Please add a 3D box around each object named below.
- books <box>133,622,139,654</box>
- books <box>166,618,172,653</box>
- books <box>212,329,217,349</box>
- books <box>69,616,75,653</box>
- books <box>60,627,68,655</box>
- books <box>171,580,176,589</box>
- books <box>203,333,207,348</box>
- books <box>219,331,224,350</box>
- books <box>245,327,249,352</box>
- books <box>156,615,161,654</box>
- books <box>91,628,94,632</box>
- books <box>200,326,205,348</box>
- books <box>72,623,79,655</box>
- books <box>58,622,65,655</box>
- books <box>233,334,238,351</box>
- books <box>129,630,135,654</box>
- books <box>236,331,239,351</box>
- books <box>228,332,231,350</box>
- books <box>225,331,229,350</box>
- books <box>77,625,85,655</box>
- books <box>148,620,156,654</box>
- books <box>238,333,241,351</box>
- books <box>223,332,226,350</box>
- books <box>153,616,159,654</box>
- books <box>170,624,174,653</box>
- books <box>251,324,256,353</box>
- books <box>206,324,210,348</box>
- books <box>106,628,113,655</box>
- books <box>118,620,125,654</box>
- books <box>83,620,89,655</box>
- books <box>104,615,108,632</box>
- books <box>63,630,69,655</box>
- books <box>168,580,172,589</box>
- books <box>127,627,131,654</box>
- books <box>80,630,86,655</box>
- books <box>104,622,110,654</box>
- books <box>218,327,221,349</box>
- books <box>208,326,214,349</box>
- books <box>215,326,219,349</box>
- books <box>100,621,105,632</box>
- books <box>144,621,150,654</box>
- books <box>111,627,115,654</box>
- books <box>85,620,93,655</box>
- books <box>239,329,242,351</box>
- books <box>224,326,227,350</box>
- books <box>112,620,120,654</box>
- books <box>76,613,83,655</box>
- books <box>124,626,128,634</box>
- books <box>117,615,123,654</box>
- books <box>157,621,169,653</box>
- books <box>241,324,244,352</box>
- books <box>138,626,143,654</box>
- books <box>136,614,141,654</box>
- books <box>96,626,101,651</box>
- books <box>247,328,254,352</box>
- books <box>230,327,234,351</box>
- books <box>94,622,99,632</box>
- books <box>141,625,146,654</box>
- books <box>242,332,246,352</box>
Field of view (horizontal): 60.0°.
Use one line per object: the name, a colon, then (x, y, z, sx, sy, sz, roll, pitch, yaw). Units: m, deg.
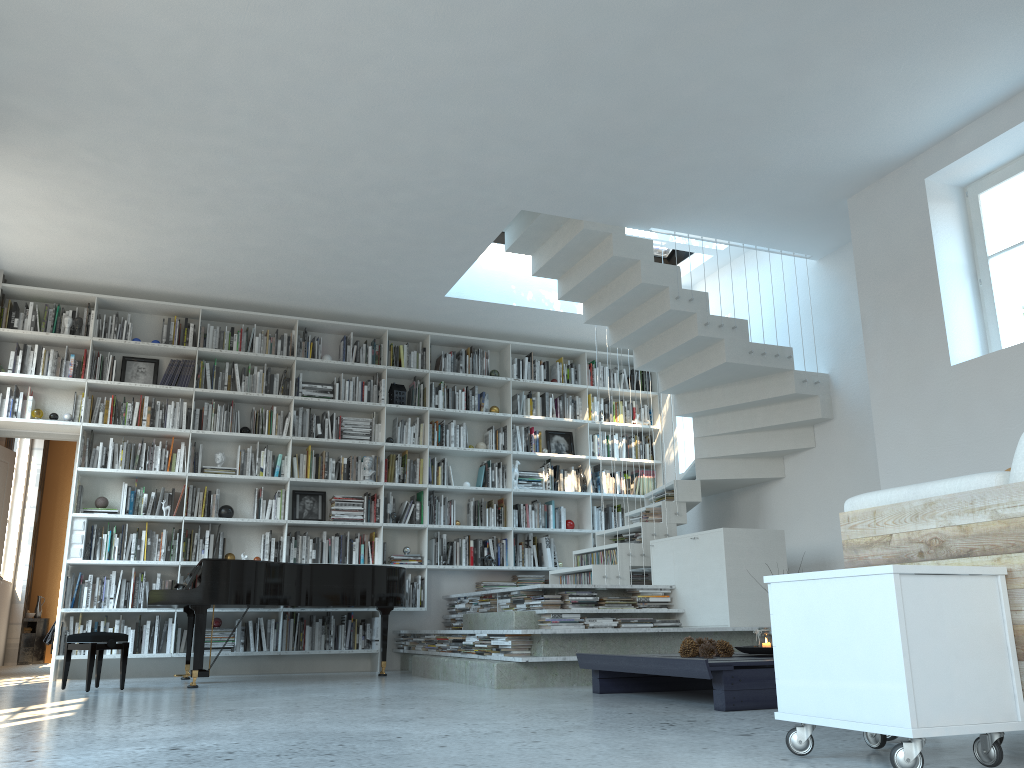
books: (-3.039, 2.053, 7.167, 0.023, 0.243, 0.188, 5, -16, -21)
books: (-2.819, 2.068, 7.288, 0.027, 0.275, 0.144, 5, -16, -21)
books: (-2.684, -0.362, 7.975, 0.023, 0.219, 0.182, 5, -16, -21)
books: (-3.483, 1.991, 7.016, 0.045, 0.293, 0.181, 5, -16, -21)
books: (-3.538, 2.027, 6.997, 0.023, 0.215, 0.159, 5, -16, -21)
books: (-2.820, 1.749, 7.361, 0.030, 0.230, 0.151, 5, -16, -21)
books: (-2.760, -0.347, 7.955, 0.024, 0.182, 0.133, 5, -16, -21)
books: (-2.622, -0.354, 7.984, 0.029, 0.207, 0.179, 5, -16, -21)
books: (-2.425, -0.365, 8.081, 0.013, 0.275, 0.165, 5, -16, -21)
books: (-2.889, 2.041, 7.239, 0.012, 0.303, 0.166, 5, -16, -21)
books: (-3.348, 2.049, 7.066, 0.022, 0.205, 0.159, 5, -16, -21)
books: (-2.779, -0.380, 7.939, 0.029, 0.237, 0.156, 5, -16, -21)
books: (-3.453, 2.019, 7.029, 0.024, 0.246, 0.143, 5, -16, -21)
books: (-3.554, 2.007, 6.995, 0.012, 0.253, 0.161, 5, -16, -21)
books: (-2.520, -0.334, 8.046, 0.030, 0.201, 0.152, 5, -16, -21)
books: (-3.064, 2.078, 7.150, 0.031, 0.187, 0.190, 5, -16, -21)
books: (-2.498, -0.349, 8.055, 0.013, 0.234, 0.155, 5, -16, -21)
books: (-2.569, -0.343, 8.039, 0.012, 0.215, 0.150, 5, -16, -21)
books: (-2.589, -0.352, 8.042, 0.025, 0.234, 0.130, 5, -16, -21)
books: (-3.418, 2.030, 7.031, 0.022, 0.225, 0.155, 5, -16, -21)
books: (-2.944, 2.064, 7.245, 0.040, 0.263, 0.137, 5, -16, -21)
books: (-2.484, -0.341, 8.051, 0.011, 0.215, 0.160, 5, -16, -21)
books: (-2.606, -0.348, 8.003, 0.015, 0.207, 0.167, 5, -16, -21)
books: (-2.905, 2.044, 7.234, 0.021, 0.295, 0.188, 5, -16, -21)
books: (-2.782, 2.080, 7.252, 0.017, 0.232, 0.213, 5, -16, -21)
books: (-2.368, -0.375, 8.119, 0.014, 0.314, 0.166, 5, -16, -21)
books: (-2.743, -0.389, 7.984, 0.021, 0.278, 0.141, 5, -16, -21)
books: (-3.218, 2.058, 7.096, 0.030, 0.201, 0.168, 5, -16, -21)
books: (-3.140, 2.035, 7.139, 0.025, 0.265, 0.160, 5, -16, -21)
books: (-3.378, 2.013, 7.039, 0.013, 0.261, 0.174, 5, -16, -21)
books: (-3.260, 2.007, 7.096, 0.013, 0.299, 0.184, 5, -16, -21)
books: (-3.504, 2.035, 6.979, 0.029, 0.190, 0.177, 5, -16, -21)
books: (-2.849, 1.747, 7.360, 0.026, 0.235, 0.141, 5, -16, -21)
books: (-3.094, 2.068, 7.147, 0.028, 0.205, 0.171, 5, -16, -21)
books: (-3.401, 2.053, 7.040, 0.022, 0.185, 0.145, 5, -16, -21)
books: (-3.251, 2.040, 7.114, 0.022, 0.246, 0.135, 5, -16, -21)
books: (-2.646, -0.373, 7.993, 0.012, 0.249, 0.174, 5, -16, -21)
books: (-2.711, -0.380, 7.973, 0.031, 0.254, 0.146, 5, -16, -21)
books: (-2.664, -0.374, 7.990, 0.023, 0.250, 0.171, 5, -16, -21)
books: (-3.284, 2.030, 7.096, 0.027, 0.256, 0.160, 5, -16, -21)
books: (-2.967, 2.059, 7.212, 0.027, 0.255, 0.179, 5, -16, -21)
books: (-3.208, 2.063, 7.132, 0.014, 0.210, 0.146, 5, -16, -21)
books: (-3.363, 2.014, 7.051, 0.023, 0.265, 0.177, 5, -16, -21)
books: (-2.473, -0.357, 8.060, 0.013, 0.251, 0.184, 5, -16, -21)
books: (-2.596, -0.374, 8.017, 0.010, 0.263, 0.161, 5, -16, -21)
books: (-3.178, 2.032, 7.124, 0.031, 0.265, 0.187, 5, -16, -21)
books: (-3.436, 1.985, 7.042, 0.011, 0.317, 0.158, 5, -16, -21)
books: (-3.118, 2.061, 7.141, 0.021, 0.217, 0.191, 5, -16, -21)
books: (-3.165, 2.020, 7.153, 0.014, 0.303, 0.140, 5, -16, -21)
books: (-2.861, 2.073, 7.267, 0.065, 0.255, 0.156, 5, -16, -21)
books: (-2.463, -0.378, 8.072, 0.010, 0.298, 0.151, 5, -16, -21)
books: (-3.016, 2.078, 7.202, 0.024, 0.213, 0.137, 5, -16, -21)
books: (-3.034, 2.031, 7.209, 0.013, 0.309, 0.131, 5, -16, -21)
books: (-3.305, 2.044, 7.078, 0.022, 0.220, 0.163, 5, -16, -21)
books: (-2.394, -0.361, 8.090, 0.052, 0.272, 0.173, 5, -16, -21)
books: (-2.550, -0.367, 8.052, 0.028, 0.267, 0.152, 5, -16, -21)
books: (-3.329, 2.029, 7.083, 0.022, 0.251, 0.140, 5, -16, -21)
books: (-2.990, 2.072, 7.201, 0.022, 0.224, 0.141, 5, -16, -21)
books: (-2.449, -0.343, 8.082, 0.029, 0.235, 0.130, 5, -16, -21)
